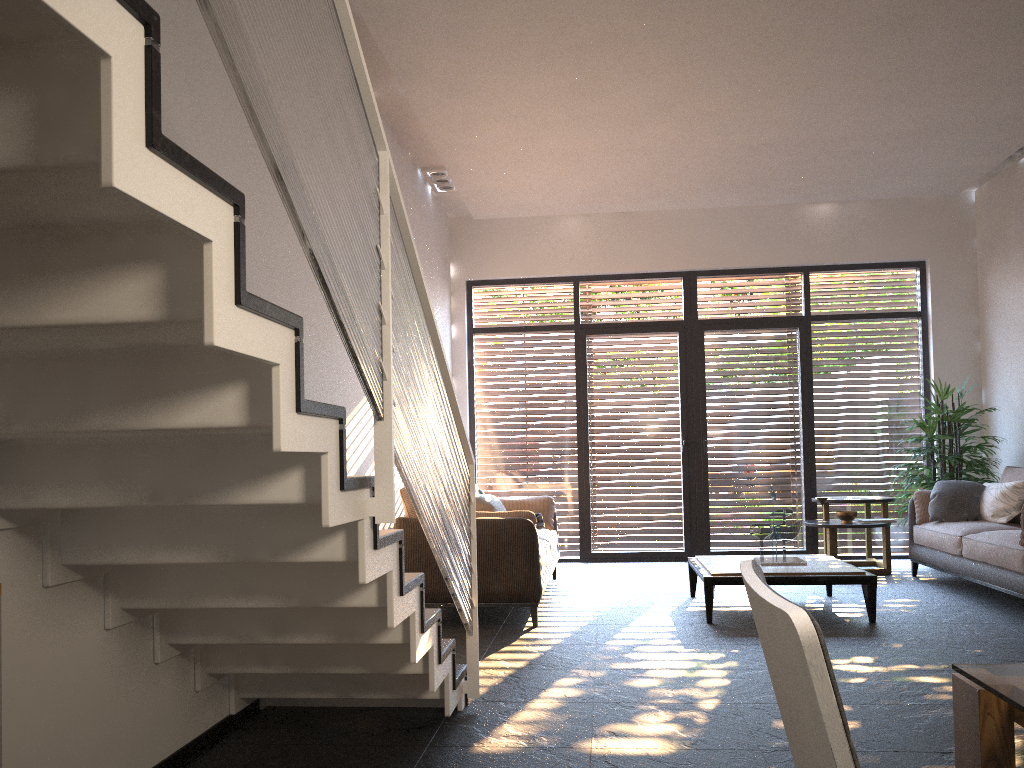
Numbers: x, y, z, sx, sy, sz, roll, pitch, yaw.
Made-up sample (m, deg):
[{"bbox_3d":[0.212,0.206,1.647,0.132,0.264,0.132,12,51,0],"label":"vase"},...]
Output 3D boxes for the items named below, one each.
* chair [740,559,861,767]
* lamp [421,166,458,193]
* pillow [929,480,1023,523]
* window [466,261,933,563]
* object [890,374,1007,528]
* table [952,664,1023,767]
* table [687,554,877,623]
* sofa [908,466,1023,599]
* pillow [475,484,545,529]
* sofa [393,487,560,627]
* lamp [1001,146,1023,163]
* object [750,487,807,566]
[{"bbox_3d":[0.566,0.662,0.914,0.601,0.918,0.476,-2,-2,9],"label":"chair"},{"bbox_3d":[-0.614,-1.813,7.803,0.253,0.066,0.647,-2,-5,6],"label":"lamp"},{"bbox_3d":[3.571,0.875,6.375,0.618,0.342,1.898,-2,-5,6],"label":"pillow"},{"bbox_3d":[1.836,0.296,9.040,4.942,3.023,0.460,-2,-2,6],"label":"window"},{"bbox_3d":[3.893,0.785,7.941,0.978,1.719,0.915,0,-3,-29],"label":"object"},{"bbox_3d":[1.110,0.713,0.455,0.997,0.713,1.805,-2,-4,6],"label":"table"},{"bbox_3d":[1.784,1.377,6.045,1.049,0.306,1.118,-2,-5,6],"label":"table"},{"bbox_3d":[3.698,1.053,6.319,0.993,0.917,2.327,-2,-4,6],"label":"sofa"},{"bbox_3d":[-0.323,1.100,7.239,0.956,0.706,1.019,-3,-4,30],"label":"pillow"},{"bbox_3d":[-0.192,1.174,6.723,0.993,0.917,2.327,-2,-4,6],"label":"sofa"},{"bbox_3d":[4.186,-1.962,7.305,0.253,0.066,0.647,-2,-5,6],"label":"lamp"},{"bbox_3d":[0.488,-1.327,2.050,0.366,4.463,8.926,-2,-4,17],"label":"object"}]
